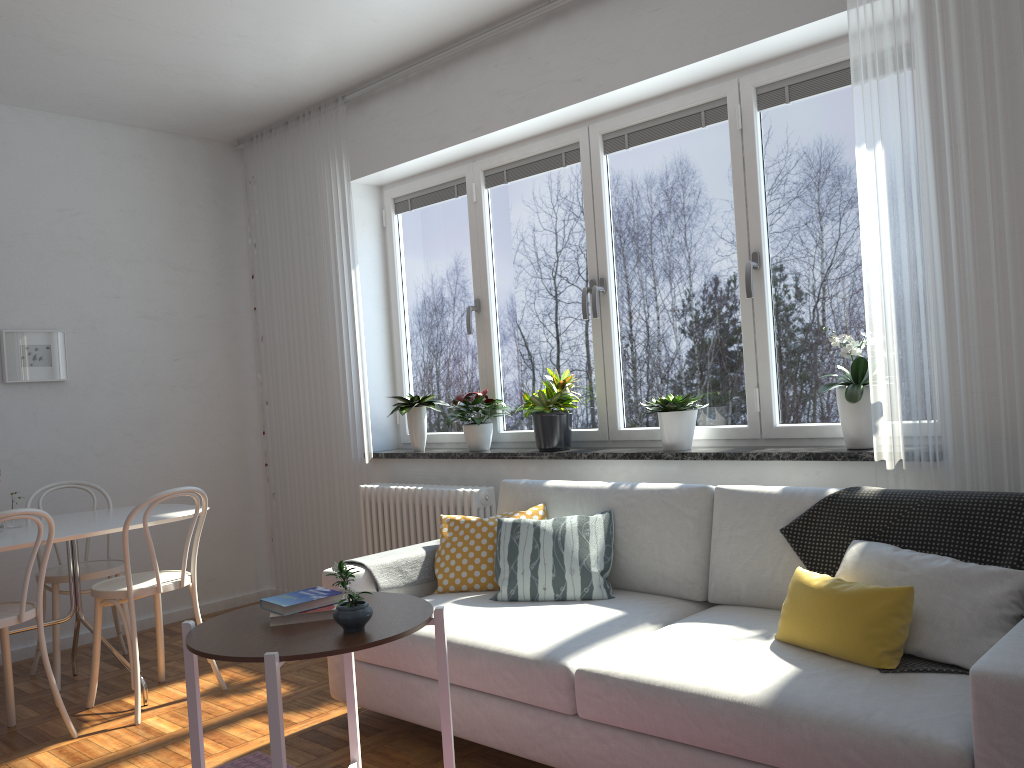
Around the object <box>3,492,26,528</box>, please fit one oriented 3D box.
[{"bbox_3d":[-2.198,0.555,3.914,0.087,0.151,0.112,-4,0,-24],"label":"object"}]

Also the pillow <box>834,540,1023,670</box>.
[{"bbox_3d":[1.107,0.595,2.426,0.301,0.259,0.532,-4,0,-33],"label":"pillow"}]

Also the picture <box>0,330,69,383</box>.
[{"bbox_3d":[-2.530,-0.148,4.704,0.047,0.273,0.311,-3,0,43],"label":"picture"}]

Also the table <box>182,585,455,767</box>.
[{"bbox_3d":[-0.488,0.935,2.279,0.618,0.688,0.617,-4,0,41],"label":"table"}]

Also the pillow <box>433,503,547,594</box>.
[{"bbox_3d":[-0.080,0.655,3.537,0.464,0.318,0.312,-4,0,11],"label":"pillow"}]

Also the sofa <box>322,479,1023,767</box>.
[{"bbox_3d":[0.501,0.795,2.894,2.463,0.843,1.003,-4,0,43],"label":"sofa"}]

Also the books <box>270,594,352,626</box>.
[{"bbox_3d":[-0.527,0.594,2.340,0.209,0.026,0.162,-4,0,-12],"label":"books"}]

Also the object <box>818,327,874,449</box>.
[{"bbox_3d":[1.255,0.009,3.214,0.286,0.444,0.340,-4,0,31],"label":"object"}]

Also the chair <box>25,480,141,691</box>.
[{"bbox_3d":[-2.084,0.938,4.315,0.447,0.918,0.520,-4,1,-42],"label":"chair"}]

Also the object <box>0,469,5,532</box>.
[{"bbox_3d":[-2.223,0.457,3.759,0.111,0.349,0.108,-4,1,12],"label":"object"}]

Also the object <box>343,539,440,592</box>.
[{"bbox_3d":[-0.394,0.926,3.605,0.288,0.534,0.608,-3,0,43],"label":"object"}]

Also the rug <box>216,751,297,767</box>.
[{"bbox_3d":[-0.806,1.292,1.454,2.459,0.008,2.364,-4,-1,43],"label":"rug"}]

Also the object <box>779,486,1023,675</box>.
[{"bbox_3d":[1.288,0.636,2.468,0.978,0.648,0.676,-4,0,13],"label":"object"}]

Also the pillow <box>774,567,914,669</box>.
[{"bbox_3d":[0.898,0.625,2.416,0.210,0.194,0.402,-4,0,-30],"label":"pillow"}]

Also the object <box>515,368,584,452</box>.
[{"bbox_3d":[0.164,0.118,4.131,0.299,0.384,0.333,-4,0,-32],"label":"object"}]

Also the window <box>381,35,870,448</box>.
[{"bbox_3d":[0.392,-0.462,4.068,3.022,1.510,0.151,-4,0,43],"label":"window"}]

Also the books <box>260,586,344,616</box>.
[{"bbox_3d":[-0.553,0.571,2.340,0.174,0.024,0.136,-4,0,-42],"label":"books"}]

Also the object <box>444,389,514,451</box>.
[{"bbox_3d":[-0.168,0.181,4.481,0.380,0.309,0.370,-4,0,17],"label":"object"}]

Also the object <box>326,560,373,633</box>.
[{"bbox_3d":[-0.394,0.510,2.150,0.109,0.174,0.096,-4,0,22],"label":"object"}]

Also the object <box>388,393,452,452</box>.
[{"bbox_3d":[-0.496,0.201,4.712,0.292,0.316,0.353,-4,0,34],"label":"object"}]

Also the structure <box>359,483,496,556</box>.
[{"bbox_3d":[-0.400,0.818,4.458,0.973,0.624,0.224,-4,0,43],"label":"structure"}]

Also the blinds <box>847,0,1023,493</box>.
[{"bbox_3d":[1.649,-0.315,2.538,1.293,2.887,0.055,-3,1,43],"label":"blinds"}]

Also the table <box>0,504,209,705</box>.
[{"bbox_3d":[-2.320,1.022,3.501,0.932,0.770,2.288,-4,0,43],"label":"table"}]

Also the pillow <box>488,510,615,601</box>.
[{"bbox_3d":[0.154,0.636,3.297,0.469,0.289,0.309,-4,0,14],"label":"pillow"}]

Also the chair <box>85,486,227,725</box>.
[{"bbox_3d":[-0.168,0.587,3.033,3.696,1.342,0.447,-4,0,28],"label":"chair"}]

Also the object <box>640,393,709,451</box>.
[{"bbox_3d":[0.676,0.155,3.688,0.267,0.237,0.283,-4,0,25],"label":"object"}]

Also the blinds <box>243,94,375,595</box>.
[{"bbox_3d":[-1.181,-0.107,5.170,1.038,2.887,0.055,-3,1,43],"label":"blinds"}]

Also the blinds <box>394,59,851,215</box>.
[{"bbox_3d":[0.374,-1.083,4.087,2.846,0.098,0.015,-4,0,43],"label":"blinds"}]
